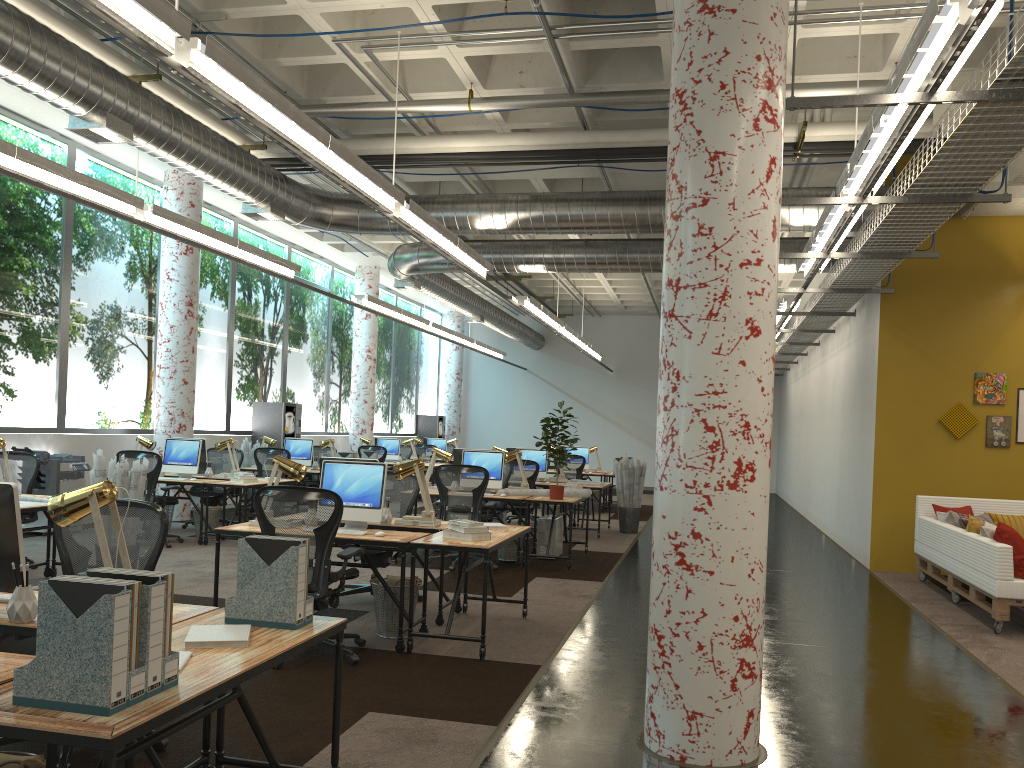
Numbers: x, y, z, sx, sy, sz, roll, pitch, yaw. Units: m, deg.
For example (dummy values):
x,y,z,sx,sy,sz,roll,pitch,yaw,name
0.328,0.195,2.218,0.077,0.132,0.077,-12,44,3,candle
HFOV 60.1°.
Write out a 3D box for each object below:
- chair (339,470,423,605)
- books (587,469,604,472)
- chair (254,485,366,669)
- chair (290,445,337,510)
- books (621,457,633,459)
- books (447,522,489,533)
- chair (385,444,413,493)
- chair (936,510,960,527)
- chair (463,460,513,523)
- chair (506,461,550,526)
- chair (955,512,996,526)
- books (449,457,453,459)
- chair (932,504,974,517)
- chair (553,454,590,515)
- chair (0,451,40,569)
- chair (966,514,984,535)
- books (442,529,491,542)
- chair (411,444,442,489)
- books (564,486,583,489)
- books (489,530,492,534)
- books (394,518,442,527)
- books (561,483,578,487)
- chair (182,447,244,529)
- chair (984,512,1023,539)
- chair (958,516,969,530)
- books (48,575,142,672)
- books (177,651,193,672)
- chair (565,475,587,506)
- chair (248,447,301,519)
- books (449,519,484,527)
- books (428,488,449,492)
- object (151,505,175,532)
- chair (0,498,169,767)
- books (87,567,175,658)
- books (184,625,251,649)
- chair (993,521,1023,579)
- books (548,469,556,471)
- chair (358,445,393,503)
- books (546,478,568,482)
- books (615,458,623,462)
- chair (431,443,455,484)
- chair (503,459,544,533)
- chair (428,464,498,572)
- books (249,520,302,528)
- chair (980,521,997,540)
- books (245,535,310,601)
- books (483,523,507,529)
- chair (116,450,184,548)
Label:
x,y,z,sx,sy,sz,roll,pitch,yaw,name
-1.105,1.280,7.456,0.770,1.085,0.793,2,-1,-4,chair
1.643,1.707,17.419,0.308,0.038,0.226,2,-3,13,books
-1.316,1.177,5.644,0.770,1.085,0.793,2,-1,-4,chair
-3.317,1.589,15.031,0.770,1.085,0.793,2,-1,-4,chair
2.262,1.600,17.517,0.233,0.310,0.068,2,0,13,books
-0.304,0.982,6.060,0.193,0.044,0.257,4,-3,-30,books
-2.455,1.828,18.923,0.770,1.085,0.793,2,-1,-4,chair
4.484,1.478,8.910,0.334,0.437,0.546,2,-2,18,chair
-0.311,1.484,11.164,0.770,1.085,0.793,2,-1,-4,chair
0.300,1.692,14.237,0.770,1.085,0.793,2,-1,-4,chair
4.837,1.528,9.094,0.517,0.392,0.358,3,-1,-18,chair
-1.366,1.797,21.412,0.308,0.038,0.226,2,-3,13,books
4.732,1.499,9.370,0.534,0.437,0.287,3,-1,-15,chair
1.045,1.829,16.289,0.770,1.085,0.793,2,-1,-4,chair
-4.810,1.176,8.286,0.770,1.085,0.793,2,-1,-4,chair
4.308,1.425,8.074,0.316,0.438,0.547,2,-2,25,chair
-0.310,1.027,6.033,0.271,0.050,0.201,0,-4,40,books
-1.964,1.919,20.282,0.770,1.085,0.793,2,-1,-4,chair
0.691,1.236,10.562,0.257,0.044,0.193,1,-3,30,books
-0.278,1.067,6.446,0.243,0.019,0.205,3,-3,-10,books
-0.718,1.055,6.774,0.308,0.038,0.226,2,-3,13,books
0.688,1.204,10.547,0.185,0.030,0.153,2,-3,11,books
-3.992,1.402,11.981,0.770,1.085,0.793,2,-1,-4,chair
5.232,1.549,9.188,0.521,0.381,0.367,2,-1,9,chair
4.461,1.486,8.492,0.341,0.408,0.524,2,-2,28,chair
-1.102,0.669,2.328,0.233,0.310,0.068,2,0,13,books
-1.110,0.836,2.674,0.243,0.019,0.205,3,-3,-10,books
1.256,1.933,18.101,0.770,1.085,0.793,2,-1,-4,chair
-3.528,1.486,13.219,0.770,1.085,0.793,2,-1,-4,chair
-0.313,0.950,6.049,0.185,0.030,0.153,0,-4,40,books
-0.893,1.197,10.033,0.308,0.038,0.226,2,-3,13,books
-4.510,1.674,11.392,0.358,0.435,0.353,2,-1,9,object
-1.889,1.062,3.900,0.770,1.085,0.793,2,-1,-4,chair
-1.070,0.678,2.472,0.233,0.310,0.068,2,0,13,books
-0.994,0.854,3.002,0.200,0.024,0.235,3,-3,-14,books
4.114,1.371,7.265,0.301,0.444,0.535,2,-2,29,chair
0.674,1.645,16.970,0.308,0.038,0.226,2,-3,13,books
-2.666,1.724,17.110,0.770,1.085,0.793,2,-1,-4,chair
0.686,1.466,13.555,0.308,0.038,0.226,2,-3,13,books
2.043,1.540,16.530,0.233,0.310,0.068,2,0,13,books
-1.753,2.022,22.094,0.770,1.085,0.793,2,-1,-4,chair
0.088,1.588,12.425,0.770,1.085,0.793,2,-1,-4,chair
-0.523,1.381,9.351,0.770,1.085,0.793,2,-1,-4,chair
-1.686,0.992,6.325,0.308,0.038,0.226,2,-3,13,books
4.255,1.421,7.695,0.331,0.401,0.525,2,-2,32,chair
-0.883,0.730,3.315,0.233,0.310,0.068,2,0,13,books
-0.162,1.085,6.774,0.200,0.024,0.235,3,-3,-14,books
-4.204,1.299,10.168,0.770,1.085,0.793,2,-1,-4,chair
